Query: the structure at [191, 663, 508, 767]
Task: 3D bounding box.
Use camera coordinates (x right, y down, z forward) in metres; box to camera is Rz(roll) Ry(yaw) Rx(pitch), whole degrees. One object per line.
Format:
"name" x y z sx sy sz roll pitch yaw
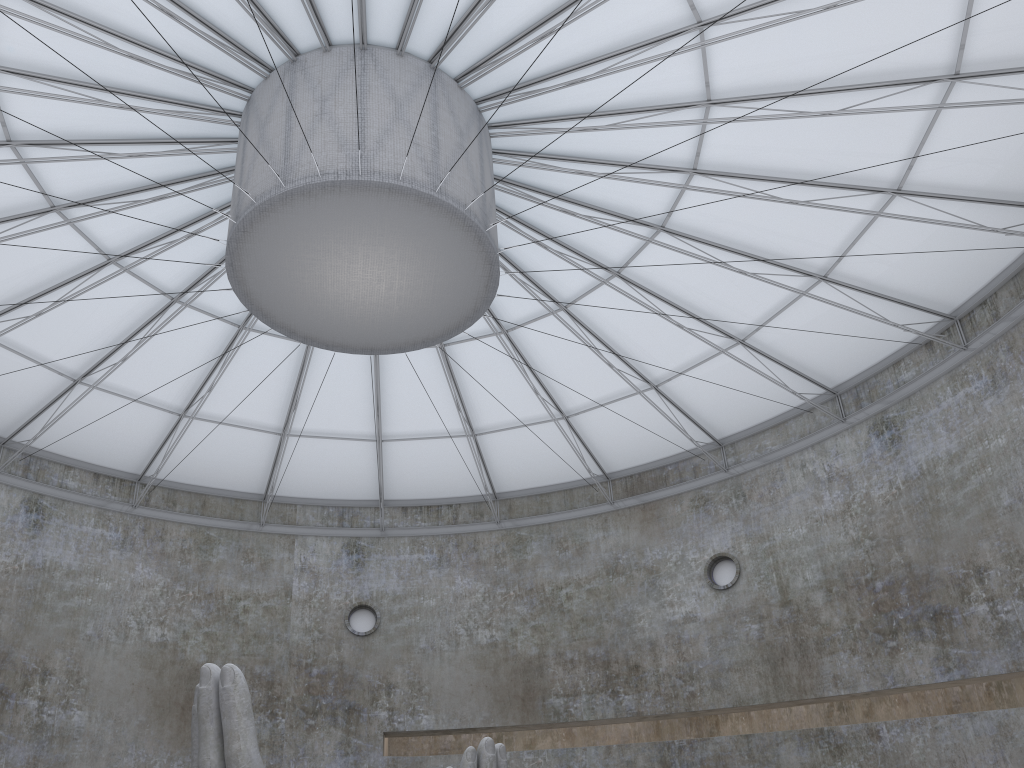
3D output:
"structure" -0.550 8.274 16.654 15.688 5.573 10.947 -26 -37 32
